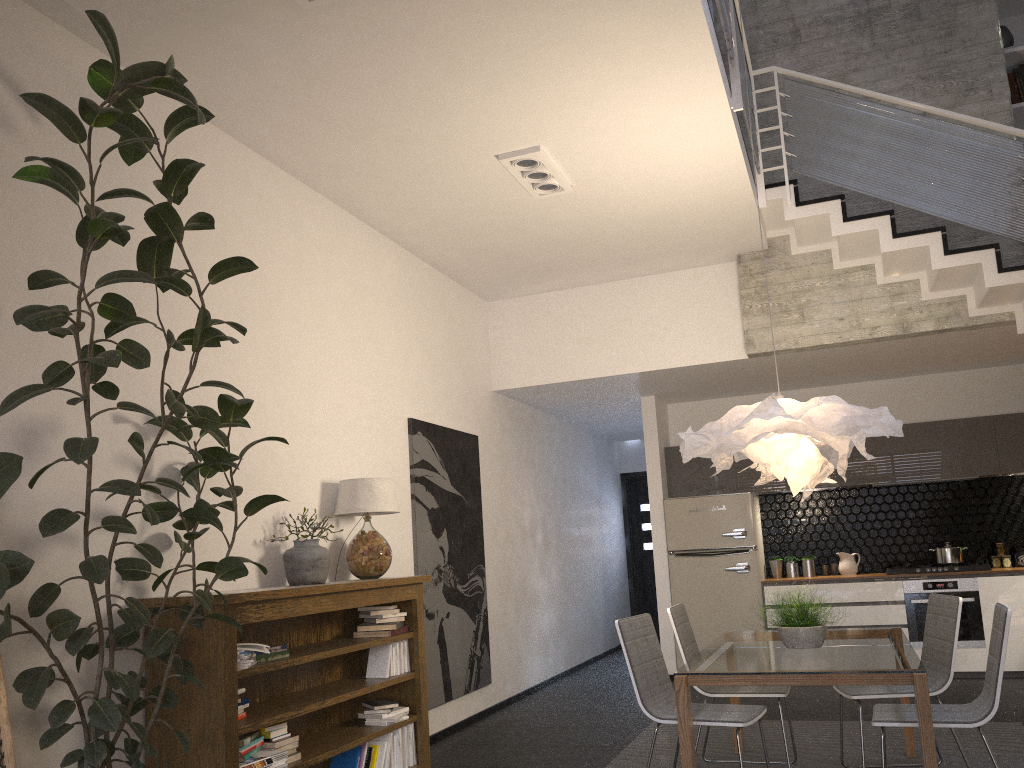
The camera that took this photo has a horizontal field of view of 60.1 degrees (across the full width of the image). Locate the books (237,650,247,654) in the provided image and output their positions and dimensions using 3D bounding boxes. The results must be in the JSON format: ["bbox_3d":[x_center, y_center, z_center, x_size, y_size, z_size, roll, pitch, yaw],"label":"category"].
[{"bbox_3d":[-1.297,1.180,3.909,0.252,0.011,0.321,-3,-11,-3],"label":"books"}]

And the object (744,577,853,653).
[{"bbox_3d":[1.450,1.166,4.501,0.532,0.364,0.672,-6,-11,15],"label":"object"}]

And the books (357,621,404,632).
[{"bbox_3d":[1.256,-1.764,6.821,5.396,6.657,0.363,2,-9,-29],"label":"books"}]

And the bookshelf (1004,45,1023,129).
[{"bbox_3d":[4.150,-2.007,6.770,0.975,1.098,0.445,-7,-9,20],"label":"bookshelf"}]

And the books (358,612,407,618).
[{"bbox_3d":[-0.763,1.361,5.216,0.175,0.019,0.245,7,-15,-44],"label":"books"}]

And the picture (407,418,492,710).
[{"bbox_3d":[-0.455,1.334,6.739,0.033,2.012,1.240,-6,-9,20],"label":"picture"}]

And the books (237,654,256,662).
[{"bbox_3d":[-1.282,1.212,3.910,0.252,0.011,0.321,-4,-11,2],"label":"books"}]

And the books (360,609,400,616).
[{"bbox_3d":[-0.781,1.338,5.206,0.175,0.023,0.245,2,-12,-25],"label":"books"}]

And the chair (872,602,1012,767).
[{"bbox_3d":[1.901,1.446,3.879,0.603,0.912,0.478,-7,-9,22],"label":"chair"}]

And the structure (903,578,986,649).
[{"bbox_3d":[3.806,2.019,7.861,0.589,0.584,0.588,-7,-10,20],"label":"structure"}]

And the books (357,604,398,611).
[{"bbox_3d":[-0.790,1.316,5.211,0.205,0.022,0.156,-4,-11,5],"label":"books"}]

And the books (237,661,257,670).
[{"bbox_3d":[-1.268,1.246,3.921,0.252,0.011,0.321,-2,-11,-6],"label":"books"}]

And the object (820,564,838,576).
[{"bbox_3d":[3.043,1.780,8.484,0.161,0.110,0.078,-8,-10,25],"label":"object"}]

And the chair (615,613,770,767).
[{"bbox_3d":[0.875,1.582,4.267,0.603,0.912,0.477,-8,-10,29],"label":"chair"}]

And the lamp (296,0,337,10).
[{"bbox_3d":[-0.588,-1.620,3.398,0.646,0.065,0.255,-7,-11,20],"label":"lamp"}]

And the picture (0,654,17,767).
[{"bbox_3d":[-1.894,0.999,2.170,0.387,1.592,1.507,-6,-10,20],"label":"picture"}]

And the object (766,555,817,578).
[{"bbox_3d":[2.713,1.762,8.570,0.483,0.219,0.173,-7,-10,17],"label":"object"}]

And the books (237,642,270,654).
[{"bbox_3d":[-1.278,1.181,3.987,0.273,0.108,0.324,4,-13,-34],"label":"books"}]

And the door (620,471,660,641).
[{"bbox_3d":[2.101,2.310,11.969,1.110,2.297,0.161,-7,-9,20],"label":"door"}]

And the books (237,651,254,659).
[{"bbox_3d":[-1.279,1.204,3.927,0.252,0.011,0.321,-2,-11,-8],"label":"books"}]

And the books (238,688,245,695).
[{"bbox_3d":[-1.284,1.361,3.883,0.155,0.020,0.207,-4,-11,5],"label":"books"}]

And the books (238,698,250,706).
[{"bbox_3d":[-1.282,1.401,3.864,0.163,0.022,0.233,-7,-12,20],"label":"books"}]

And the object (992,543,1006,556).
[{"bbox_3d":[4.391,1.491,7.987,0.083,0.112,0.083,-3,-9,0],"label":"object"}]

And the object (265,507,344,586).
[{"bbox_3d":[-1.088,0.847,4.655,0.385,0.409,0.277,-3,-9,-2],"label":"object"}]

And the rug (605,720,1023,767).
[{"bbox_3d":[1.510,2.025,4.373,2.376,0.006,3.710,-7,-12,20],"label":"rug"}]

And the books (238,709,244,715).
[{"bbox_3d":[-1.278,1.445,3.871,0.155,0.022,0.207,-3,-11,0],"label":"books"}]

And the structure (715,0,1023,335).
[{"bbox_3d":[2.061,-1.947,5.707,4.242,8.244,8.514,-7,-10,20],"label":"structure"}]

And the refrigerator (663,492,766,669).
[{"bbox_3d":[1.990,1.937,8.513,0.831,1.698,0.774,-7,-9,20],"label":"refrigerator"}]

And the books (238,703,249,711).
[{"bbox_3d":[-1.280,1.424,3.869,0.174,0.019,0.246,-4,-11,5],"label":"books"}]

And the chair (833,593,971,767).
[{"bbox_3d":[2.031,1.583,4.624,0.602,0.912,0.478,-4,-9,6],"label":"chair"}]

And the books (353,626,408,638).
[{"bbox_3d":[-0.759,1.440,5.141,0.230,0.034,0.288,-6,-11,12],"label":"books"}]

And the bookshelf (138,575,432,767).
[{"bbox_3d":[-0.999,1.607,4.472,0.452,1.162,1.931,-6,-11,20],"label":"bookshelf"}]

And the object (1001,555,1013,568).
[{"bbox_3d":[4.450,1.595,7.961,0.083,0.112,0.083,-9,-10,30],"label":"object"}]

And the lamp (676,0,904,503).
[{"bbox_3d":[1.280,-1.944,4.924,1.121,5.172,1.066,-8,-9,31],"label":"lamp"}]

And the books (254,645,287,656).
[{"bbox_3d":[-1.185,1.239,4.116,0.167,0.023,0.229,-8,-12,24],"label":"books"}]

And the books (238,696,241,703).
[{"bbox_3d":[-1.281,1.380,3.873,0.147,0.023,0.223,2,-12,-28],"label":"books"}]

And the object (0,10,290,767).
[{"bbox_3d":[-1.321,0.356,3.186,0.907,3.175,2.028,-3,-9,-2],"label":"object"}]

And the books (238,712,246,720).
[{"bbox_3d":[-1.282,1.467,3.870,0.159,0.021,0.226,-4,-11,5],"label":"books"}]

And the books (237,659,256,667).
[{"bbox_3d":[-1.272,1.238,3.933,0.252,0.011,0.321,-1,-11,-10],"label":"books"}]

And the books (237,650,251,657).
[{"bbox_3d":[-1.292,1.192,3.915,0.252,0.011,0.321,-2,-11,-8],"label":"books"}]

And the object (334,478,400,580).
[{"bbox_3d":[-0.853,0.859,5.234,0.389,0.577,0.393,-2,-9,-11],"label":"object"}]

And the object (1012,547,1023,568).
[{"bbox_3d":[4.561,1.550,7.918,0.142,0.173,0.142,-7,-10,20],"label":"object"}]

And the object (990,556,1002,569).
[{"bbox_3d":[4.370,1.607,7.995,0.083,0.112,0.083,-7,-10,20],"label":"object"}]

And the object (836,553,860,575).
[{"bbox_3d":[3.193,1.704,8.399,0.191,0.213,0.172,-9,-11,33],"label":"object"}]

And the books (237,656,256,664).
[{"bbox_3d":[-1.275,1.231,3.952,0.252,0.011,0.321,-1,-11,-13],"label":"books"}]

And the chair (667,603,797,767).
[{"bbox_3d":[1.222,1.688,4.919,0.603,0.912,0.478,-7,-9,20],"label":"chair"}]

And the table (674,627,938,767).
[{"bbox_3d":[1.499,1.680,4.435,0.999,0.708,1.811,-7,-11,20],"label":"table"}]

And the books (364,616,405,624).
[{"bbox_3d":[-0.753,1.384,5.213,0.179,0.029,0.227,2,-12,-27],"label":"books"}]

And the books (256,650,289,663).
[{"bbox_3d":[-1.186,1.269,4.122,0.180,0.033,0.244,-8,-12,23],"label":"books"}]

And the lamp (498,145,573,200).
[{"bbox_3d":[0.153,-1.284,5.361,0.254,0.065,0.649,-7,-12,20],"label":"lamp"}]
